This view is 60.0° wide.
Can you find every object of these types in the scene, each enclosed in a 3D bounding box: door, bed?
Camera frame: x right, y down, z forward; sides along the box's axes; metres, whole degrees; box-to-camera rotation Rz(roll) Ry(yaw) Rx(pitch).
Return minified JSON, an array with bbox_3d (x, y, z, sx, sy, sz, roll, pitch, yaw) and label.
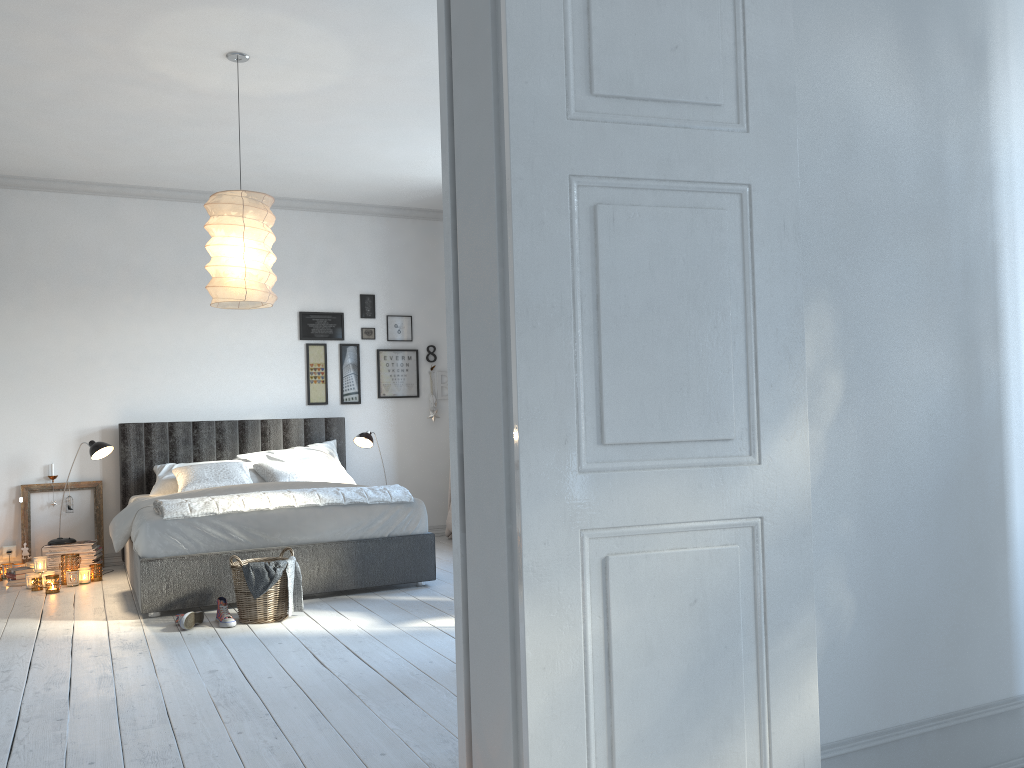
[{"bbox_3d":[-0.649,-0.170,1.646,2.598,2.504,0.578,-1,-1,-26],"label":"door"},{"bbox_3d":[-1.662,0.753,5.943,1.888,1.046,2.178,-1,-2,-26],"label":"bed"}]

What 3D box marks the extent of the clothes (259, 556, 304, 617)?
[{"bbox_3d":[-1.254,1.049,4.580,0.283,0.288,0.235,-2,-2,13],"label":"clothes"}]

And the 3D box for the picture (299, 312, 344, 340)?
[{"bbox_3d":[-1.563,-0.476,7.296,0.365,0.232,0.020,-1,-1,-26],"label":"picture"}]

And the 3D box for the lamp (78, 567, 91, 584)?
[{"bbox_3d":[-2.804,1.259,5.817,0.081,0.098,0.081,-2,-2,8],"label":"lamp"}]

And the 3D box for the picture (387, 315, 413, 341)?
[{"bbox_3d":[-0.962,-0.476,7.590,0.225,0.220,0.010,-1,-1,-26],"label":"picture"}]

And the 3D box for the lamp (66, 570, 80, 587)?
[{"bbox_3d":[-2.841,1.257,5.737,0.081,0.098,0.081,-2,-2,8],"label":"lamp"}]

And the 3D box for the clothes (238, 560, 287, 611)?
[{"bbox_3d":[-1.265,1.034,4.534,0.246,0.270,0.298,-1,-2,-25],"label":"clothes"}]

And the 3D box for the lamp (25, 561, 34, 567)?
[{"bbox_3d":[-3.339,1.288,6.170,0.081,0.098,0.081,-2,-2,20],"label":"lamp"}]

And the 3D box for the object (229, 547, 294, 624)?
[{"bbox_3d":[-1.289,1.041,4.587,0.319,0.351,0.319,-2,-2,6],"label":"object"}]

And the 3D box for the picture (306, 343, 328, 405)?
[{"bbox_3d":[-1.596,-0.081,7.266,0.165,0.504,0.020,-1,-1,-26],"label":"picture"}]

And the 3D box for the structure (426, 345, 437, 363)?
[{"bbox_3d":[-0.701,-0.262,7.701,0.096,0.151,0.014,-1,-1,-26],"label":"structure"}]

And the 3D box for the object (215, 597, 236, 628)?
[{"bbox_3d":[-1.451,1.158,4.499,0.083,0.122,0.222,-1,-2,-26],"label":"object"}]

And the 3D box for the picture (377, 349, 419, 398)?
[{"bbox_3d":[-0.970,-0.088,7.569,0.365,0.415,0.021,-1,-1,-26],"label":"picture"}]

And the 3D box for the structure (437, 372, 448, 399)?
[{"bbox_3d":[-0.585,0.014,7.751,0.146,0.239,0.024,-1,-1,-26],"label":"structure"}]

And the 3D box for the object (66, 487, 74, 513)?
[{"bbox_3d":[-3.204,0.819,6.426,0.062,0.228,0.063,-2,-1,-2],"label":"object"}]

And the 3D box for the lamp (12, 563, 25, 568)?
[{"bbox_3d":[-3.391,1.287,6.097,0.081,0.098,0.080,-3,-2,35],"label":"lamp"}]

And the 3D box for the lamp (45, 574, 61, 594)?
[{"bbox_3d":[-2.859,1.245,5.515,0.081,0.106,0.081,-3,-2,41],"label":"lamp"}]

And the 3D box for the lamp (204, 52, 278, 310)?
[{"bbox_3d":[-1.336,-0.999,4.343,0.338,1.230,0.340,-2,-1,5],"label":"lamp"}]

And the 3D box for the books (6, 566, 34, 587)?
[{"bbox_3d":[-3.259,1.277,5.886,0.175,0.095,0.262,-1,-2,-31],"label":"books"}]

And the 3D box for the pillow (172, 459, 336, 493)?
[{"bbox_3d":[-1.824,0.662,6.345,1.146,0.225,0.416,0,-2,-33],"label":"pillow"}]

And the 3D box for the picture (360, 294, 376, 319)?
[{"bbox_3d":[-1.215,-0.654,7.474,0.128,0.202,0.011,-1,-1,-26],"label":"picture"}]

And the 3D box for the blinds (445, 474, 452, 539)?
[{"bbox_3d":[-0.336,-0.043,7.124,0.225,2.646,0.831,-1,-1,-26],"label":"blinds"}]

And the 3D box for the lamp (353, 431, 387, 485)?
[{"bbox_3d":[-0.983,0.837,7.138,0.800,0.936,0.450,0,-2,-44],"label":"lamp"}]

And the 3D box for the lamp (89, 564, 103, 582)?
[{"bbox_3d":[-2.772,1.257,5.907,0.080,0.107,0.080,-3,-2,37],"label":"lamp"}]

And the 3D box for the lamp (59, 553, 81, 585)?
[{"bbox_3d":[-2.903,1.218,5.833,0.117,0.188,0.122,-2,-2,17],"label":"lamp"}]

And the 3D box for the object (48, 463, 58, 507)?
[{"bbox_3d":[-3.310,0.728,6.396,0.067,0.320,0.067,-2,-1,23],"label":"object"}]

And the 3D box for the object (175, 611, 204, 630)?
[{"bbox_3d":[-1.649,1.180,4.453,0.120,0.084,0.222,-2,-2,3],"label":"object"}]

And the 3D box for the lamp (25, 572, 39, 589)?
[{"bbox_3d":[-3.070,1.261,5.676,0.081,0.098,0.081,-2,-2,8],"label":"lamp"}]

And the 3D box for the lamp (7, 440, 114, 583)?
[{"bbox_3d":[-3.130,0.862,6.096,0.825,0.935,0.450,-2,-1,-8],"label":"lamp"}]

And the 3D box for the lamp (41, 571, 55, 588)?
[{"bbox_3d":[-2.987,1.260,5.711,0.081,0.098,0.081,-2,-2,8],"label":"lamp"}]

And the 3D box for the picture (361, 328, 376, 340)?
[{"bbox_3d":[-1.209,-0.424,7.469,0.119,0.098,0.010,-1,-1,-26],"label":"picture"}]

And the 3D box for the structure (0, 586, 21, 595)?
[{"bbox_3d":[-3.842,-0.008,5.548,1.248,2.835,0.800,-2,-1,19],"label":"structure"}]

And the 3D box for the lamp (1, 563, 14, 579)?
[{"bbox_3d":[-3.477,1.290,6.111,0.081,0.098,0.080,-3,-2,35],"label":"lamp"}]

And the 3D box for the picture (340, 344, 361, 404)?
[{"bbox_3d":[-1.347,-0.084,7.387,0.165,0.504,0.020,-1,-1,-26],"label":"picture"}]

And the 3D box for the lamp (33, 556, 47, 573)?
[{"bbox_3d":[-3.031,1.162,5.698,0.081,0.098,0.081,-2,-2,17],"label":"lamp"}]

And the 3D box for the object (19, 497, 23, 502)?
[{"bbox_3d":[-3.486,0.776,6.292,0.024,0.126,0.023,-1,-2,-42],"label":"object"}]

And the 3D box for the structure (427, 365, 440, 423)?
[{"bbox_3d":[-0.690,0.082,7.670,0.134,0.514,0.078,-1,-2,-38],"label":"structure"}]

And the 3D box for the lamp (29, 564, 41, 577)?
[{"bbox_3d":[-3.256,1.282,6.067,0.081,0.098,0.080,-3,-2,35],"label":"lamp"}]

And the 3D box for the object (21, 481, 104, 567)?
[{"bbox_3d":[-3.237,1.027,6.393,0.528,0.630,0.082,-1,-1,-26],"label":"object"}]

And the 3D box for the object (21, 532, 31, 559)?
[{"bbox_3d":[-3.436,1.126,6.270,0.062,0.220,0.028,-1,-1,-31],"label":"object"}]

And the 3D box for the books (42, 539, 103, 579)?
[{"bbox_3d":[-3.035,1.211,6.137,0.346,0.232,0.245,-1,-2,-17],"label":"books"}]

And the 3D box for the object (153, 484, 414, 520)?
[{"bbox_3d":[-1.304,0.675,5.180,1.460,0.104,0.405,-1,-2,-26],"label":"object"}]

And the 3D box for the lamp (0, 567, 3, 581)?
[{"bbox_3d":[-3.489,1.291,6.006,0.063,0.091,0.073,-2,-2,7],"label":"lamp"}]

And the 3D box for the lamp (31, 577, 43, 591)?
[{"bbox_3d":[-2.998,1.266,5.597,0.067,0.078,0.070,-2,-2,16],"label":"lamp"}]
